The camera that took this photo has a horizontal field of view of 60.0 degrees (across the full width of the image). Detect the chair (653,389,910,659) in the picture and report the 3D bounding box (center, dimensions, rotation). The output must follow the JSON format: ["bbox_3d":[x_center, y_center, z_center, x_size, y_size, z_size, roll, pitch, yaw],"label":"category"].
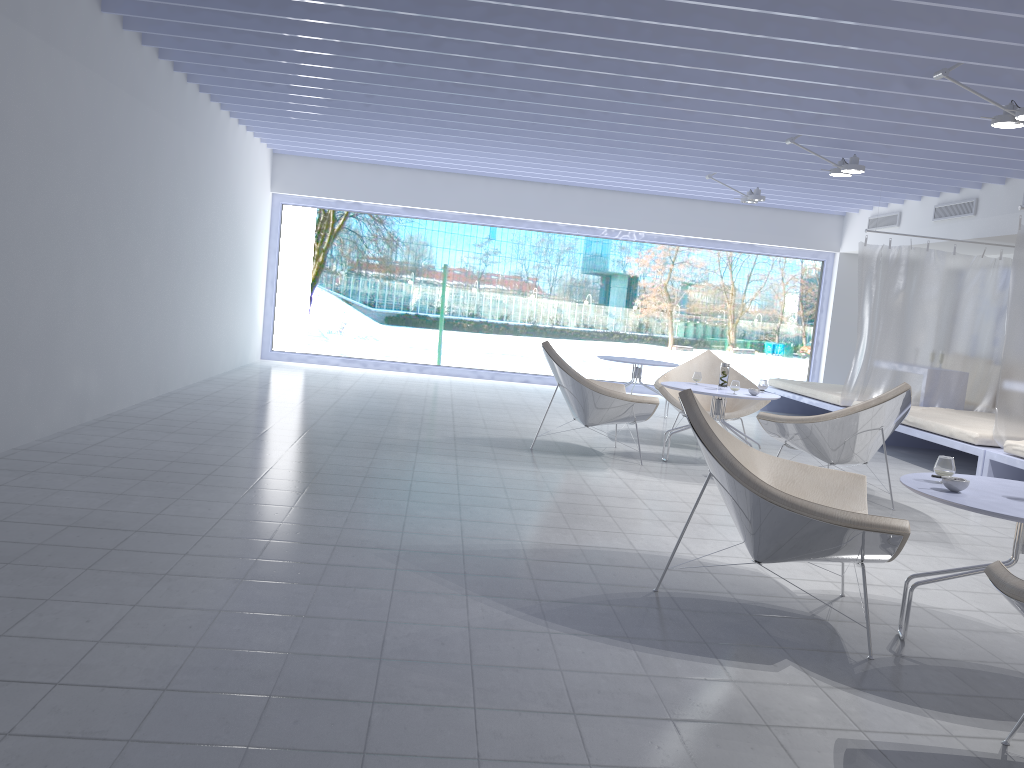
[{"bbox_3d":[0.923,0.430,3.161,0.753,0.759,0.906,7,6,13],"label":"chair"}]

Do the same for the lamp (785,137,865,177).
[{"bbox_3d":[2.398,-1.759,6.847,0.587,0.218,0.380,5,5,-5],"label":"lamp"}]

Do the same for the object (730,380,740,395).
[{"bbox_3d":[1.486,0.023,5.908,0.068,0.091,0.068,8,6,23],"label":"object"}]

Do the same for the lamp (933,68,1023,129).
[{"bbox_3d":[2.557,-1.547,4.774,0.587,0.218,0.380,5,5,-5],"label":"lamp"}]

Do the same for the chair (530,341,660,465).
[{"bbox_3d":[0.530,0.104,6.192,0.753,0.759,0.906,5,5,-9],"label":"chair"}]

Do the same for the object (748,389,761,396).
[{"bbox_3d":[1.629,0.056,5.964,0.082,0.043,0.082,2,7,-36],"label":"object"}]

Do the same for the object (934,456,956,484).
[{"bbox_3d":[1.481,0.294,3.038,0.068,0.091,0.068,4,6,-15],"label":"object"}]

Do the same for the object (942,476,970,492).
[{"bbox_3d":[1.443,0.329,2.889,0.082,0.043,0.082,5,5,-3],"label":"object"}]

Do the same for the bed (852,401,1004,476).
[{"bbox_3d":[4.192,0.521,7.361,2.016,0.427,2.200,5,5,-5],"label":"bed"}]

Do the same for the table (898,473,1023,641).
[{"bbox_3d":[1.682,0.642,2.912,0.825,0.534,0.823,3,6,-28],"label":"table"}]

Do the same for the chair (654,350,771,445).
[{"bbox_3d":[1.596,0.111,7.223,0.906,0.759,0.753,6,5,5],"label":"chair"}]

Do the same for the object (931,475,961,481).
[{"bbox_3d":[1.414,0.306,2.889,0.098,0.016,0.012,5,5,-5],"label":"object"}]

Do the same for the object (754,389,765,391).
[{"bbox_3d":[1.647,0.041,5.935,0.012,0.016,0.098,1,7,-38],"label":"object"}]

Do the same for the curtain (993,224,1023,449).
[{"bbox_3d":[4.352,-0.231,6.178,1.998,1.559,0.125,5,5,-6],"label":"curtain"}]

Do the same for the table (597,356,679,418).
[{"bbox_3d":[1.241,0.028,8.940,0.825,0.534,0.823,10,7,42],"label":"table"}]

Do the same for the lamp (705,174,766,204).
[{"bbox_3d":[2.238,-1.973,8.939,0.587,0.218,0.380,5,5,-5],"label":"lamp"}]

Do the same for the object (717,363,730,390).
[{"bbox_3d":[1.489,-0.056,6.228,0.075,0.189,0.075,4,6,-13],"label":"object"}]

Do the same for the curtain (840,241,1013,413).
[{"bbox_3d":[4.145,-0.480,8.373,2.050,1.552,0.151,5,5,-5],"label":"curtain"}]

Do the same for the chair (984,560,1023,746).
[{"bbox_3d":[1.574,0.615,1.873,0.906,0.759,0.753,7,5,10],"label":"chair"}]

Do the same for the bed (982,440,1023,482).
[{"bbox_3d":[4.375,0.749,5.174,2.022,0.422,2.200,5,5,-5],"label":"bed"}]

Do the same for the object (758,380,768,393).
[{"bbox_3d":[1.778,0.016,6.284,0.068,0.091,0.068,4,6,-12],"label":"object"}]

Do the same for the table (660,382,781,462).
[{"bbox_3d":[1.430,0.302,6.236,0.825,0.534,0.823,4,6,-14],"label":"table"}]

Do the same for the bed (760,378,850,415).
[{"bbox_3d":[4.040,0.301,9.555,2.022,0.422,2.200,5,5,-5],"label":"bed"}]

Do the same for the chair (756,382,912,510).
[{"bbox_3d":[2.091,0.321,5.516,0.906,0.759,0.753,2,7,-35],"label":"chair"}]

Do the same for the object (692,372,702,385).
[{"bbox_3d":[1.348,-0.042,6.458,0.068,0.091,0.068,7,6,17],"label":"object"}]
